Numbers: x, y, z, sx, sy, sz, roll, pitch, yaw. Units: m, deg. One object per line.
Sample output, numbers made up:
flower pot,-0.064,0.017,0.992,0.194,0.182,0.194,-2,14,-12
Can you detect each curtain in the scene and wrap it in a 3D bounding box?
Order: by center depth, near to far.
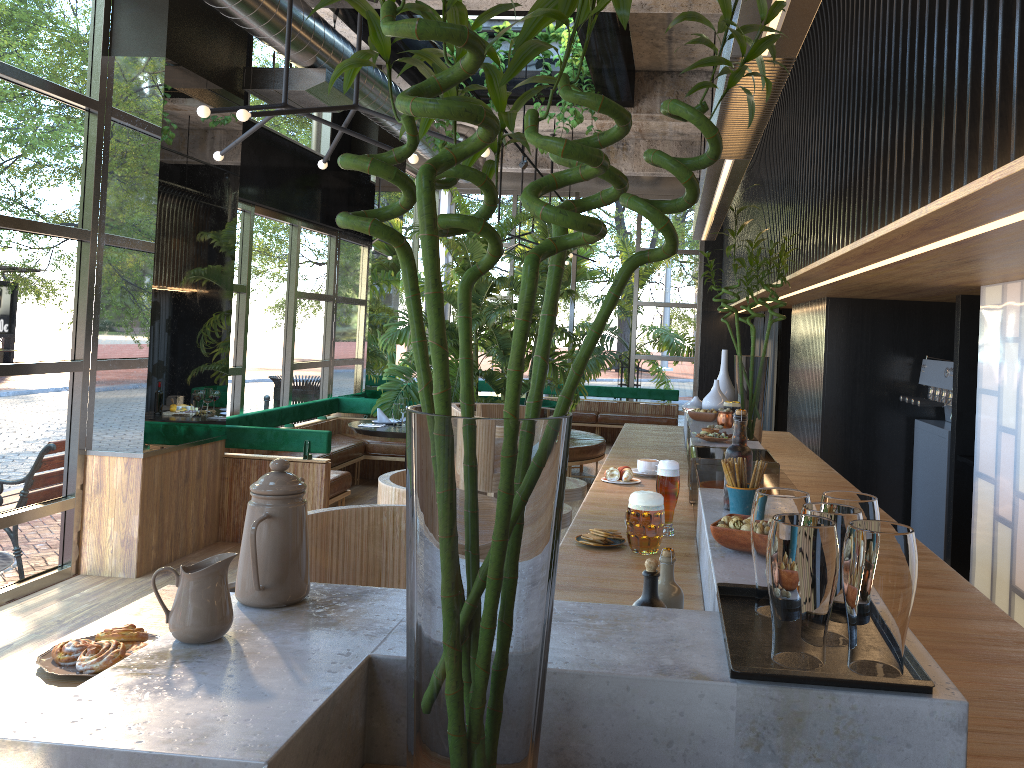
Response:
curtain,3.213,0.054,11.434,0.120,2.056,3.313,3,2,10

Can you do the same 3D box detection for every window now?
window,-0.990,-1.853,3.608,4.099,6.485,20.604,3,3,10

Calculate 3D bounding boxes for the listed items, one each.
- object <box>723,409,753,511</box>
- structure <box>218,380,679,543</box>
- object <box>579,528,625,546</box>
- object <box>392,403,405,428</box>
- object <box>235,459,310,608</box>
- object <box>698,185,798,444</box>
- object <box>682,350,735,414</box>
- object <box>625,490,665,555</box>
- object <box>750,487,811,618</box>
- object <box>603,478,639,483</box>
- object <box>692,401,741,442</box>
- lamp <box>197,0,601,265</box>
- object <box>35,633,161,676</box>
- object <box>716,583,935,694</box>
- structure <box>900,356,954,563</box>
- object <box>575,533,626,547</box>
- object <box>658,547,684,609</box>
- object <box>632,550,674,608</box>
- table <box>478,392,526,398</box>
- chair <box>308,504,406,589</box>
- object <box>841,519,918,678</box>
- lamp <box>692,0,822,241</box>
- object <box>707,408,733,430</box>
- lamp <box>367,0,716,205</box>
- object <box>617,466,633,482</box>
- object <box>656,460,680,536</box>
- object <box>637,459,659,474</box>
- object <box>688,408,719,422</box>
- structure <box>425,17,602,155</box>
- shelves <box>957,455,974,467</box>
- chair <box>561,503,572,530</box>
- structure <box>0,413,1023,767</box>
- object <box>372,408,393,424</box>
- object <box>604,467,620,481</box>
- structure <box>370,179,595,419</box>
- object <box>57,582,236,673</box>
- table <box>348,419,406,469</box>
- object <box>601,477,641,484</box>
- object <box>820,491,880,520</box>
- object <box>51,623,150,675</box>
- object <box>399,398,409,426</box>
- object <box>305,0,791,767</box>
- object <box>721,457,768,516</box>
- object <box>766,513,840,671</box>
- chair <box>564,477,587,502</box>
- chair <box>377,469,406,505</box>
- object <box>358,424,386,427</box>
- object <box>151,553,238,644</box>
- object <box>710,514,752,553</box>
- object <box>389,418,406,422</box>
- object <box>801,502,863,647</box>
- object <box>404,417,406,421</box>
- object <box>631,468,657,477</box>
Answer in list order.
object,0.623,0.206,2.437,0.071,0.276,0.078,2,-1,44
structure,-0.009,0.678,3.467,5.971,1.546,20.354,3,4,10
object,0.262,0.447,2.601,0.092,0.041,0.148,5,4,41
object,-0.993,0.276,7.754,0.101,0.209,0.110,2,0,43
object,-0.397,0.242,1.492,0.122,0.234,0.207,3,1,-23
object,1.374,-0.419,5.145,0.611,1.549,0.643,3,-1,-44
object,1.192,-0.002,5.169,0.330,0.397,0.306,2,1,-33
object,0.381,0.391,2.544,0.111,0.171,0.138,3,1,2
object,0.463,0.291,1.534,0.110,0.209,0.101,3,0,-37
object,0.454,0.401,3.709,0.126,0.005,0.117,-1,5,-43
object,0.988,0.173,4.307,0.207,0.134,0.820,3,4,16
lamp,0.367,-2.077,3.740,5.036,1.820,19.129,3,4,10
object,-0.720,0.482,1.574,0.197,0.013,0.215,6,5,44
object,0.472,0.395,1.413,0.270,0.018,0.443,3,4,9
structure,3.155,0.603,6.438,0.544,1.594,0.848,3,0,9
object,0.258,0.461,2.599,0.155,0.013,0.145,1,4,-21
object,0.297,0.422,1.715,0.073,0.210,0.068,3,-1,-25
object,0.275,0.423,1.644,0.067,0.215,0.170,2,0,34
table,-0.210,0.527,11.903,1.123,0.750,1.079,2,2,-12
chair,-0.376,0.868,2.422,0.571,0.969,0.523,3,0,-35
object,0.529,0.310,1.284,0.110,0.209,0.101,3,0,-37
lamp,1.968,-1.785,2.605,4.963,2.130,6.776,3,3,3
object,1.069,0.175,4.558,0.160,0.106,0.086,1,2,-37
lamp,0.160,-2.525,8.112,3.758,1.529,10.135,3,4,7
object,0.472,0.374,3.716,0.072,0.060,0.127,2,3,-22
object,0.482,0.352,2.758,0.071,0.232,0.078,2,-1,41
object,0.617,0.364,3.890,0.135,0.064,0.109,2,3,-13
object,1.075,0.168,4.931,0.187,0.073,0.234,4,4,28
structure,0.208,-2.970,8.856,2.080,1.515,1.474,4,2,37
shelves,3.134,0.525,5.445,0.518,0.035,0.879,3,4,9
chair,0.046,0.739,4.750,0.562,0.969,0.532,3,0,-17
structure,2.199,0.756,2.371,5.789,1.728,7.210,3,3,8
object,-1.148,0.291,8.040,0.236,0.139,0.230,2,2,-8
object,0.418,0.372,3.706,0.061,0.059,0.074,3,2,-1
structure,-0.278,-0.659,10.315,2.461,3.435,2.640,3,1,-7
object,-0.653,0.447,1.705,0.174,0.073,0.435,5,4,43
table,-0.922,0.746,7.969,1.138,0.750,1.063,2,2,-23
object,0.455,0.403,3.713,0.162,0.005,0.172,4,4,20
object,0.578,0.297,1.531,0.110,0.209,0.101,3,0,-37
object,-0.716,0.463,1.567,0.160,0.052,0.156,0,4,-38
object,-0.969,0.248,7.923,0.094,0.245,0.091,3,-1,-9
object,0.007,-0.224,1.116,0.662,1.549,0.595,3,-1,13
object,0.586,0.273,2.270,0.103,0.161,0.107,3,0,42
object,0.425,0.304,1.306,0.110,0.209,0.101,3,0,-37
chair,0.193,0.694,5.557,0.534,0.969,0.561,3,0,18
chair,-0.224,0.826,3.188,0.570,0.969,0.524,3,0,-32
object,-1.208,0.360,7.783,0.253,0.019,0.159,3,4,7
object,-0.456,0.308,1.294,0.098,0.119,0.089,3,1,16
object,0.547,0.331,2.013,0.187,0.073,0.234,4,4,28
object,-1.105,0.332,8.287,0.164,0.019,0.245,0,4,-31
object,0.503,0.301,1.408,0.101,0.209,0.110,2,0,43
object,-0.919,0.282,8.347,0.236,0.139,0.230,2,2,-8
object,0.595,0.391,3.893,0.160,0.020,0.162,3,4,5
